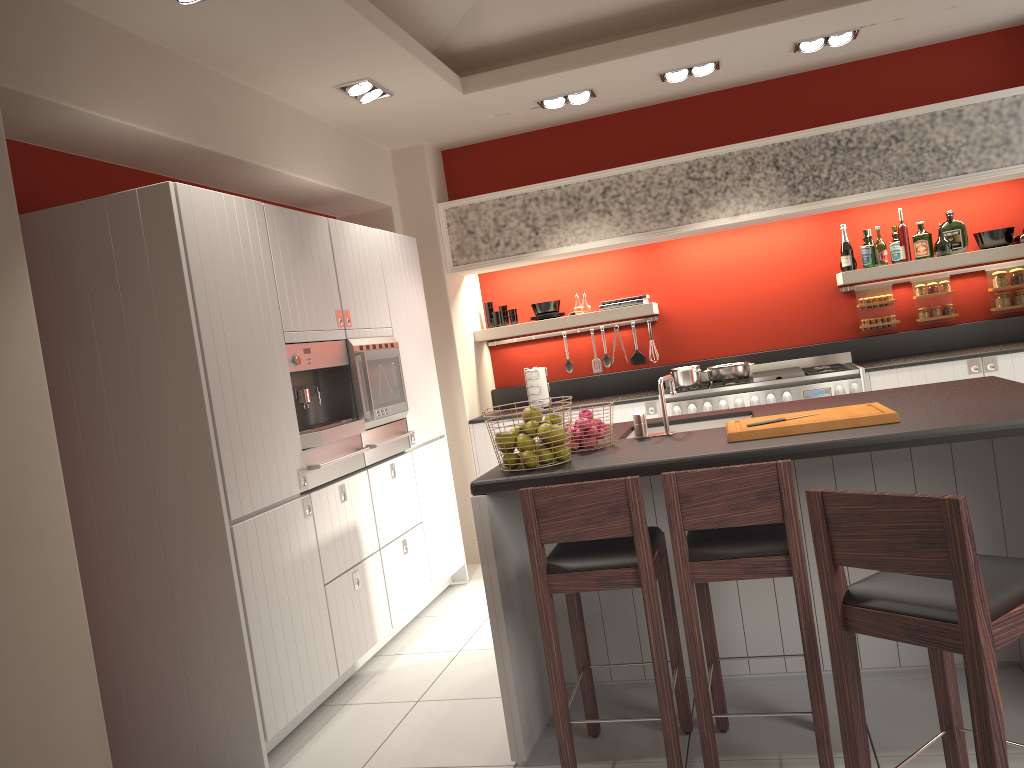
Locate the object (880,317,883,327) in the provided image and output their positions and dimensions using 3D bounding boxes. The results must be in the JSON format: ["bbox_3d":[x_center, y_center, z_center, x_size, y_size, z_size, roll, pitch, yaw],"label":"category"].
[{"bbox_3d":[2.620,-0.438,6.281,0.034,0.078,0.034,-7,2,36],"label":"object"}]

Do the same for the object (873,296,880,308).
[{"bbox_3d":[2.566,-0.578,6.245,0.034,0.078,0.034,-7,2,36],"label":"object"}]

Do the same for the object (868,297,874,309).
[{"bbox_3d":[2.529,-0.573,6.255,0.034,0.078,0.034,-7,2,36],"label":"object"}]

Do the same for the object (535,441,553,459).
[{"bbox_3d":[0.129,0.248,3.334,0.084,0.079,0.086,-10,2,-30],"label":"object"}]

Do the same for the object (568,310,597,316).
[{"bbox_3d":[0.538,-0.540,6.707,0.160,0.027,0.183,-7,3,43],"label":"object"}]

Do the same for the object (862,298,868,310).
[{"bbox_3d":[2.492,-0.567,6.265,0.034,0.078,0.034,-7,2,36],"label":"object"}]

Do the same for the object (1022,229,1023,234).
[{"bbox_3d":[3.463,-1.025,5.863,0.062,0.062,0.366,-8,2,15],"label":"object"}]

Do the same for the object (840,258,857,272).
[{"bbox_3d":[2.381,-0.907,6.299,0.113,0.226,0.113,-10,2,-34],"label":"object"}]

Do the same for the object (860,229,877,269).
[{"bbox_3d":[2.436,-0.925,6.070,0.094,0.264,0.094,-9,2,4],"label":"object"}]

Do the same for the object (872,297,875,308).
[{"bbox_3d":[2.559,-0.578,6.287,0.034,0.078,0.034,-7,2,36],"label":"object"}]

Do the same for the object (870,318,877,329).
[{"bbox_3d":[2.551,-0.426,6.260,0.034,0.078,0.034,-7,2,36],"label":"object"}]

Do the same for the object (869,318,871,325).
[{"bbox_3d":[2.544,-0.427,6.302,0.034,0.078,0.034,-7,2,36],"label":"object"}]

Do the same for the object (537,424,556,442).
[{"bbox_3d":[0.126,0.176,3.215,0.067,0.068,0.067,-10,2,-23],"label":"object"}]

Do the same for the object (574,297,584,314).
[{"bbox_3d":[0.500,-0.590,6.673,0.076,0.131,0.076,-10,2,-33],"label":"object"}]

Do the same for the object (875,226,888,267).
[{"bbox_3d":[2.553,-0.954,6.148,0.080,0.278,0.080,-8,2,18],"label":"object"}]

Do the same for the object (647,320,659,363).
[{"bbox_3d":[1.061,-0.320,6.732,0.069,0.328,0.069,-9,2,-8],"label":"object"}]

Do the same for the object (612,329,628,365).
[{"bbox_3d":[0.809,-0.299,6.799,0.124,0.296,0.009,-8,2,15],"label":"object"}]

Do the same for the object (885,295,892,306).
[{"bbox_3d":[2.641,-0.588,6.225,0.034,0.078,0.034,-7,2,36],"label":"object"}]

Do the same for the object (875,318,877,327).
[{"bbox_3d":[2.581,-0.432,6.292,0.034,0.078,0.034,-7,2,36],"label":"object"}]

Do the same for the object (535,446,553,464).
[{"bbox_3d":[0.116,0.260,3.256,0.068,0.068,0.068,-8,2,26],"label":"object"}]

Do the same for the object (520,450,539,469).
[{"bbox_3d":[0.064,0.271,3.193,0.068,0.068,0.068,-8,2,26],"label":"object"}]

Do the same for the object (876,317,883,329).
[{"bbox_3d":[2.589,-0.431,6.250,0.034,0.078,0.034,-7,2,36],"label":"object"}]

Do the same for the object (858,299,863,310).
[{"bbox_3d":[2.484,-0.568,6.307,0.034,0.078,0.034,-7,2,36],"label":"object"}]

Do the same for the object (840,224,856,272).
[{"bbox_3d":[2.308,-0.941,6.124,0.083,0.331,0.083,-9,2,-14],"label":"object"}]

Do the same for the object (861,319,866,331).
[{"bbox_3d":[2.507,-0.421,6.312,0.034,0.078,0.034,-7,2,36],"label":"object"}]

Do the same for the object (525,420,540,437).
[{"bbox_3d":[0.076,0.164,3.252,0.057,0.061,0.062,-7,2,30],"label":"object"}]

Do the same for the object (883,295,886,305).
[{"bbox_3d":[2.635,-0.589,6.266,0.034,0.078,0.034,-7,2,36],"label":"object"}]

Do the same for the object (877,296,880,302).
[{"bbox_3d":[2.598,-0.584,6.276,0.034,0.078,0.034,-7,2,36],"label":"object"}]

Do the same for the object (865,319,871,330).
[{"bbox_3d":[2.514,-0.421,6.270,0.034,0.078,0.034,-7,2,36],"label":"object"}]

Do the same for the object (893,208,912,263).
[{"bbox_3d":[2.667,-1.012,6.073,0.062,0.366,0.210,-8,2,14],"label":"object"}]

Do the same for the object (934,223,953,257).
[{"bbox_3d":[2.880,-0.969,5.942,0.113,0.226,0.113,-8,2,26],"label":"object"}]

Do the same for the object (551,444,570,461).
[{"bbox_3d":[0.178,0.251,3.262,0.068,0.068,0.068,-8,2,26],"label":"object"}]

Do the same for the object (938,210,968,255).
[{"bbox_3d":[3.002,-1.030,6.047,0.186,0.303,0.057,-7,3,45],"label":"object"}]

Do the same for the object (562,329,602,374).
[{"bbox_3d":[0.535,-0.242,6.870,0.287,0.351,0.022,-8,2,16],"label":"object"}]

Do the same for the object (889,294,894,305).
[{"bbox_3d":[2.673,-0.595,6.256,0.034,0.078,0.034,-7,2,36],"label":"object"}]

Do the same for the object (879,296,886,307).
[{"bbox_3d":[2.604,-0.583,6.235,0.034,0.078,0.034,-7,2,36],"label":"object"}]

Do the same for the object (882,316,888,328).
[{"bbox_3d":[2.626,-0.437,6.240,0.034,0.078,0.034,-7,2,36],"label":"object"}]

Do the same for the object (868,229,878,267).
[{"bbox_3d":[2.532,-0.953,6.244,0.083,0.277,0.084,-8,2,19],"label":"object"}]

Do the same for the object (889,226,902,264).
[{"bbox_3d":[2.678,-0.965,6.171,0.094,0.263,0.094,-9,2,-19],"label":"object"}]

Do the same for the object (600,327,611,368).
[{"bbox_3d":[0.715,-0.282,6.823,0.067,0.323,0.022,-8,2,14],"label":"object"}]

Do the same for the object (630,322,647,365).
[{"bbox_3d":[0.949,-0.311,6.781,0.123,0.330,0.040,-8,2,15],"label":"object"}]

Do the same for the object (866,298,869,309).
[{"bbox_3d":[2.522,-0.573,6.297,0.034,0.078,0.034,-7,2,36],"label":"object"}]

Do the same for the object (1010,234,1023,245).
[{"bbox_3d":[3.375,-0.958,5.867,0.062,0.062,0.366,-8,2,15],"label":"object"}]

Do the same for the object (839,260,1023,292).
[{"bbox_3d":[3.009,-0.768,6.220,1.354,0.034,0.048,-8,2,15],"label":"object"}]

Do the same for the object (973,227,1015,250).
[{"bbox_3d":[3.262,-0.977,5.993,0.251,0.121,0.251,-9,2,-3],"label":"object"}]

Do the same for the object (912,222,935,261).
[{"bbox_3d":[2.819,-0.982,6.087,0.112,0.260,0.071,-7,3,44],"label":"object"}]

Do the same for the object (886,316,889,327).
[{"bbox_3d":[2.658,-0.443,6.271,0.034,0.078,0.034,-7,2,36],"label":"object"}]
